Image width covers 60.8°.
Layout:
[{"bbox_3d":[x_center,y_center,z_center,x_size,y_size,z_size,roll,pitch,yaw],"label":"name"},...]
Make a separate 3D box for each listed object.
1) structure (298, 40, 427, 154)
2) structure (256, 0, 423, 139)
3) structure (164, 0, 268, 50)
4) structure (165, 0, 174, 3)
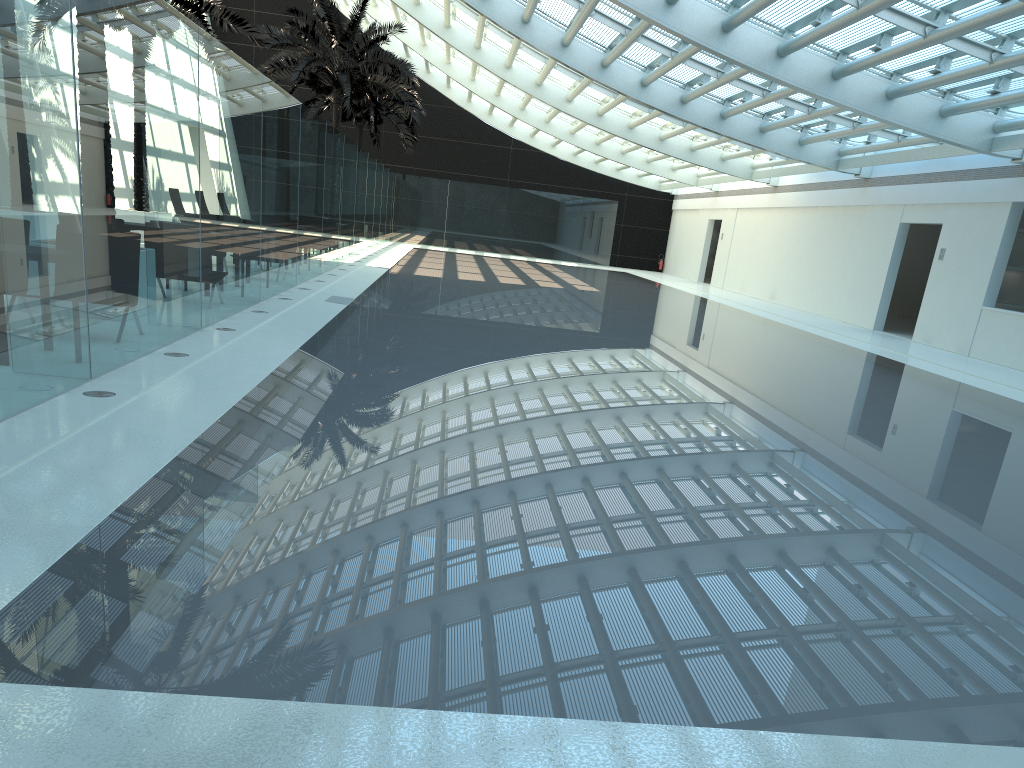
[{"bbox_3d":[-5.691,-9.180,33.378,4.447,7.354,4.586,-2,19,-26],"label":"structure"},{"bbox_3d":[-5.182,-7.695,25.722,4.832,7.355,4.218,3,17,-11],"label":"structure"},{"bbox_3d":[-8.031,-6.617,18.429,4.208,7.223,4.494,15,19,27],"label":"structure"},{"bbox_3d":[-7.436,-5.471,12.821,4.631,7.159,4.080,-2,19,-26],"label":"structure"}]
